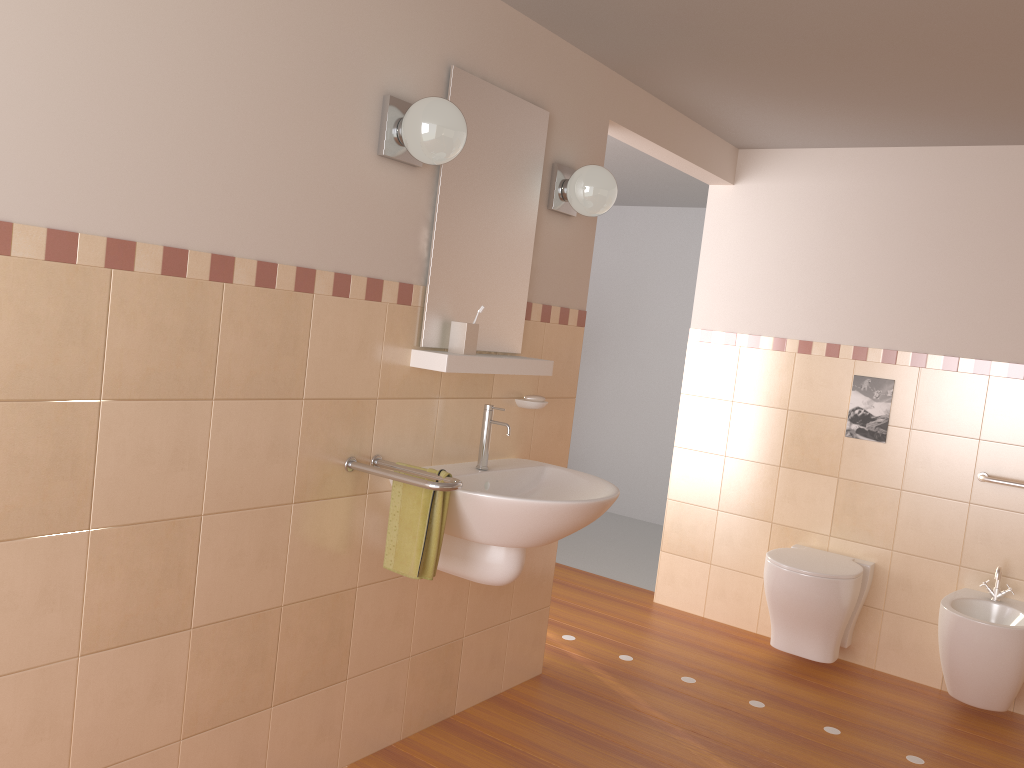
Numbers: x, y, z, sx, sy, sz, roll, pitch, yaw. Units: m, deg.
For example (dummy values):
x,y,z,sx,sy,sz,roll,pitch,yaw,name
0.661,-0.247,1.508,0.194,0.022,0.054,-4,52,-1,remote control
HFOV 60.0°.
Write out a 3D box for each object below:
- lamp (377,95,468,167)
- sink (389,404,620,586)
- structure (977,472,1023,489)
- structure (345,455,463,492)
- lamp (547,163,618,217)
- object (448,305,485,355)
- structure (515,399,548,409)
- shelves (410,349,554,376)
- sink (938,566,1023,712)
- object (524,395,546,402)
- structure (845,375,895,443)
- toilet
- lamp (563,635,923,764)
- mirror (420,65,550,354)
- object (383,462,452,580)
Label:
x,y,z,sx,sy,sz,roll,pitch,yaw,name
-0.217,-0.662,2.324,0.209,0.173,0.173,10,5,35,lamp
0.037,0.343,2.640,0.539,0.516,0.683,10,5,35,sink
2.015,0.399,3.540,0.295,0.042,0.091,10,5,35,structure
-0.276,0.240,2.344,0.333,0.042,0.142,10,5,35,structure
0.255,-0.654,3.001,0.209,0.173,0.173,10,5,35,lamp
-0.133,-0.162,2.613,0.073,0.149,0.063,10,5,35,object
0.074,0.071,3.016,0.092,0.029,0.117,10,5,35,structure
-0.079,-0.063,2.726,0.138,0.050,0.554,10,5,35,shelves
1.825,0.973,3.405,0.335,0.517,0.515,10,5,35,sink
0.077,0.049,3.017,0.075,0.023,0.050,7,4,-1,object
1.572,0.109,3.899,0.170,0.279,0.005,10,5,35,structure
1.276,0.940,3.779,0.375,0.400,0.534,10,5,35,toilet
-0.214,1.151,2.241,2.893,0.001,3.173,10,5,35,lamp
-0.071,-0.499,2.726,0.008,0.799,0.502,10,5,35,mirror
-0.254,0.368,2.398,0.085,0.306,0.181,4,5,-39,object
